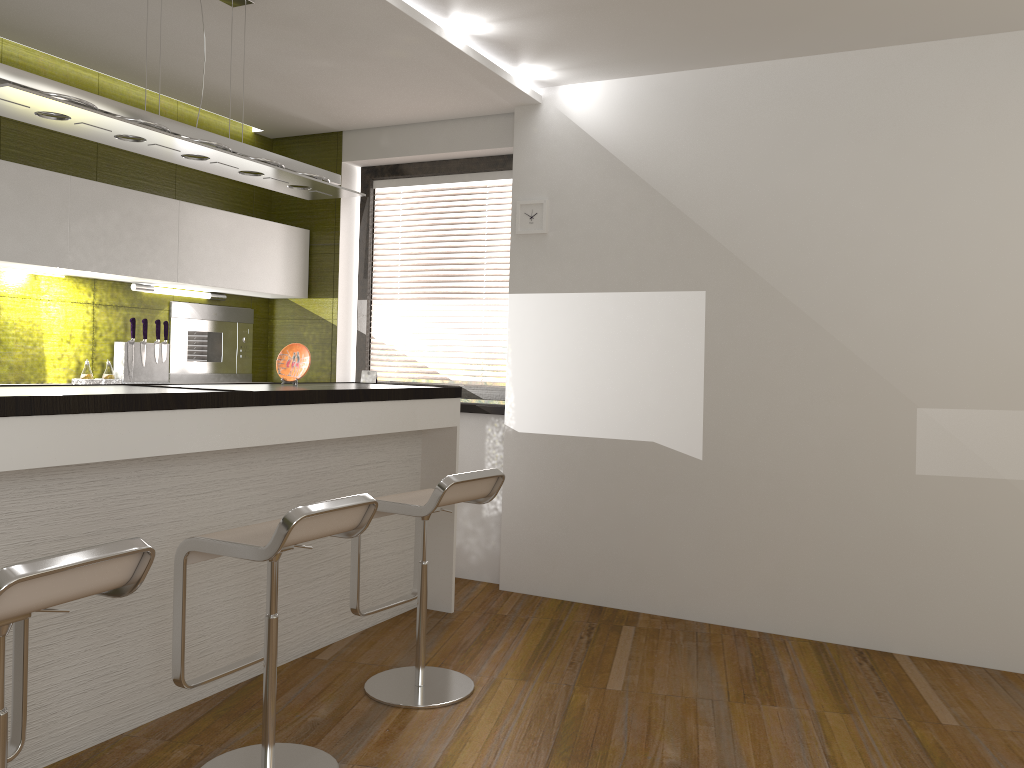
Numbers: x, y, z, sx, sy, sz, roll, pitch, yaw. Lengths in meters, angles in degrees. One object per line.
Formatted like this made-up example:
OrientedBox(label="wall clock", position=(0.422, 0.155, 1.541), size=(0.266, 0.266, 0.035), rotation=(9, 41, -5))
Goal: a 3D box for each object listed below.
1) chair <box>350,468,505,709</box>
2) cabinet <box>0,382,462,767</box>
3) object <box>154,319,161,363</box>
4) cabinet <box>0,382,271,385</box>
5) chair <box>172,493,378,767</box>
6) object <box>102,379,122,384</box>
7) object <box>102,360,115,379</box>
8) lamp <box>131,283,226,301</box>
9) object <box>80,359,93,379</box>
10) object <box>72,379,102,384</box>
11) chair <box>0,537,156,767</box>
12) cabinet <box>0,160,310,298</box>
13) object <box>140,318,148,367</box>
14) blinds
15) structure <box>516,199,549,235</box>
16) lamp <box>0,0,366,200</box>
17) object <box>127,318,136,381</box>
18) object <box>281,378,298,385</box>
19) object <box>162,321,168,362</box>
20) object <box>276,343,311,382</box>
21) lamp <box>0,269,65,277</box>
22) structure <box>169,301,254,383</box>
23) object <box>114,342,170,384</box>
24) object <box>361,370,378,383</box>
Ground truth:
OrientedBox(label="chair", position=(-0.324, 0.744, 3.398), size=(0.460, 0.857, 0.418), rotation=(3, 2, 32))
OrientedBox(label="cabinet", position=(-1.221, 0.579, 3.278), size=(0.663, 1.134, 2.947), rotation=(3, 2, 26))
OrientedBox(label="object", position=(-1.922, -0.229, 4.803), size=(0.013, 0.243, 0.036), rotation=(3, 2, 26))
OrientedBox(label="cabinet", position=(-2.078, 0.550, 4.383), size=(0.465, 1.086, 2.940), rotation=(3, 2, 26))
OrientedBox(label="chair", position=(-0.700, 0.750, 2.639), size=(0.460, 0.857, 0.418), rotation=(3, 2, 27))
OrientedBox(label="object", position=(-2.088, -0.011, 4.589), size=(0.107, 0.032, 0.107), rotation=(3, 2, 38))
OrientedBox(label="object", position=(-2.087, -0.066, 4.588), size=(0.059, 0.121, 0.059), rotation=(2, 1, -7))
OrientedBox(label="lamp", position=(-1.891, -0.523, 5.076), size=(0.095, 0.041, 0.716), rotation=(3, 2, 26))
OrientedBox(label="object", position=(-2.137, -0.065, 4.459), size=(0.059, 0.121, 0.059), rotation=(1, 1, -18))
OrientedBox(label="object", position=(-2.139, -0.010, 4.460), size=(0.107, 0.032, 0.107), rotation=(3, 2, 27))
OrientedBox(label="chair", position=(-1.077, 0.756, 1.881), size=(0.460, 0.857, 0.418), rotation=(2, 1, 22))
OrientedBox(label="cabinet", position=(-2.290, 0.046, 4.188), size=(0.724, 2.089, 3.471), rotation=(3, 2, 26))
OrientedBox(label="object", position=(-1.962, -0.218, 4.724), size=(0.013, 0.264, 0.042), rotation=(3, 2, 26))
OrientedBox(label="blinds", position=(-1.622, -3.287, 9.309), size=(16.000, 12.704, 9.030), rotation=(1, 2, -24))
OrientedBox(label="structure", position=(0.109, -0.904, 4.809), size=(0.180, 0.180, 0.026), rotation=(3, 2, 26))
OrientedBox(label="lamp", position=(-1.160, -1.178, 3.274), size=(0.326, 0.683, 1.677), rotation=(3, 2, 26))
OrientedBox(label="object", position=(-1.999, -0.180, 4.653), size=(0.013, 0.339, 0.046), rotation=(3, 2, 26))
OrientedBox(label="object", position=(-0.998, -0.061, 4.051), size=(0.088, 0.131, 0.072), rotation=(2, 1, 21))
OrientedBox(label="object", position=(-1.900, -0.231, 4.848), size=(0.013, 0.231, 0.040), rotation=(3, 2, 26))
OrientedBox(label="object", position=(-0.998, -0.099, 4.051), size=(0.184, 0.178, 0.055), rotation=(2, 1, 23))
OrientedBox(label="lamp", position=(-2.323, -0.538, 4.302), size=(0.008, 0.008, 0.334), rotation=(3, 2, 26))
OrientedBox(label="structure", position=(-1.802, -0.239, 5.358), size=(0.015, 0.469, 0.663), rotation=(3, 2, 26))
OrientedBox(label="object", position=(-1.990, -0.109, 4.769), size=(0.107, 0.227, 0.293), rotation=(3, 2, 26))
OrientedBox(label="object", position=(-0.882, 0.003, 5.467), size=(0.106, 0.169, 0.057), rotation=(2, 1, 21))
